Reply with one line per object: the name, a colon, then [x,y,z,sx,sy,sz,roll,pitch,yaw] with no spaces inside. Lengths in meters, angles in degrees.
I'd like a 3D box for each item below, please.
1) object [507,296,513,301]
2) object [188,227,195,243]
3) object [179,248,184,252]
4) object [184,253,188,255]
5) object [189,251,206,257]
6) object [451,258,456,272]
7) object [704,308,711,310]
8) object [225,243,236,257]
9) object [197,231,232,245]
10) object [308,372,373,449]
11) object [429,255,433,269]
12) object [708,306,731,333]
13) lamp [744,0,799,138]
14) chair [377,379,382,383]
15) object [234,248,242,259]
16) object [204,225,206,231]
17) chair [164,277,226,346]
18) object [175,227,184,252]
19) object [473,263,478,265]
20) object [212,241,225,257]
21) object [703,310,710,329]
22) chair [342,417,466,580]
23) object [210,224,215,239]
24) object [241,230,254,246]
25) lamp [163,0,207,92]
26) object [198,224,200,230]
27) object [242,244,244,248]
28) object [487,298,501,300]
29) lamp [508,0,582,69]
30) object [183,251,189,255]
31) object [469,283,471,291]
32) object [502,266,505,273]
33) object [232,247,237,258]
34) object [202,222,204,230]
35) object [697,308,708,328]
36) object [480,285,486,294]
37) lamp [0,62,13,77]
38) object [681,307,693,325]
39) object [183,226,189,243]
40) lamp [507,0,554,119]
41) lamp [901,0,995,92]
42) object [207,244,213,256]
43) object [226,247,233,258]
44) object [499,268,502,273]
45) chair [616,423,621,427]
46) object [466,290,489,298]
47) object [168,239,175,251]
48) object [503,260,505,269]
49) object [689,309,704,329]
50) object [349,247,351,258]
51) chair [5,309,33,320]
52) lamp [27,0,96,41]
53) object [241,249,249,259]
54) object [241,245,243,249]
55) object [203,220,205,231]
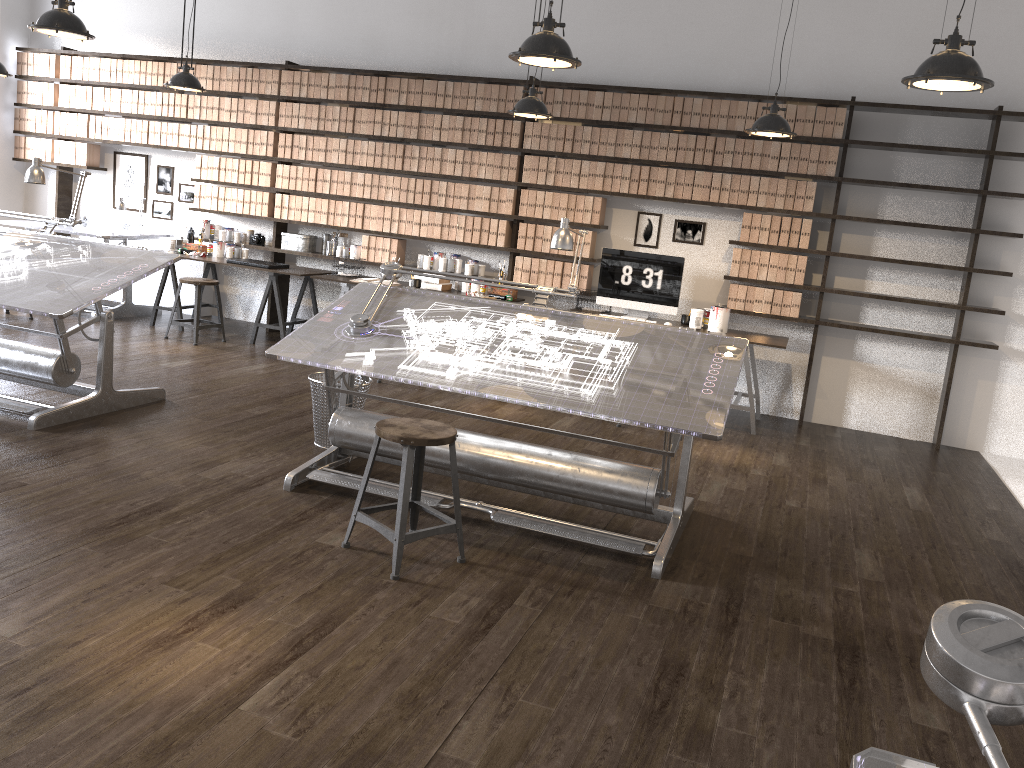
object: [-0.019,-0.692,7.151,0.049,0.037,0.049,10,11,21]
object: [-3.018,-1.359,8.319,0.069,0.228,0.068,9,9,15]
object: [-3.040,-1.230,8.145,0.049,0.037,0.049,9,10,14]
object: [-2.957,-1.181,8.027,0.005,0.005,0.159,-1,13,-37]
object: [-2.839,-1.179,7.990,0.132,0.050,0.198,-3,15,-42]
object: [-0.514,-1.031,7.704,0.044,0.127,0.045,13,11,35]
object: [1.524,-0.511,6.874,0.095,0.143,0.095,13,11,35]
object: [-2.614,-1.240,8.222,0.095,0.127,0.094,10,10,22]
object: [-2.780,-1.368,8.291,0.077,0.145,0.345,14,13,40]
object: [-0.961,0.152,4.888,0.355,0.375,0.353,14,12,39]
object: [-0.715,-1.060,7.740,0.045,0.127,0.044,9,9,18]
object: [1.549,-0.479,6.625,0.144,0.194,0.146,5,9,-10]
lamp: [1.705,-2.625,5.256,0.313,2.236,0.313,14,11,42]
chair: [-0.824,-0.279,6.801,0.371,0.524,0.361,5,9,-9]
object: [-2.522,-1.200,8.141,0.062,0.093,0.064,3,10,-23]
object: [-2.854,-1.386,8.183,0.055,0.191,0.006,9,9,17]
chair: [-2.655,-0.619,7.476,0.373,0.524,0.360,11,10,26]
object: [-3.068,-1.336,8.173,0.069,0.228,0.068,9,9,15]
object: [-0.323,-0.988,7.651,0.044,0.102,0.045,8,9,9]
object: [-2.693,-1.238,8.136,0.105,0.140,0.104,8,9,10]
object: [1.491,-0.484,6.717,0.068,0.153,0.069,6,9,-5]
chair: [-0.399,0.427,3.470,0.358,0.524,0.374,-2,13,-43]
object: [-2.875,-1.463,8.483,0.050,0.138,0.051,9,9,15]
object: [-2.487,-1.370,8.341,0.107,0.160,0.238,4,11,-16]
lamp: [-2.370,-3.350,6.598,0.310,2.236,0.315,6,8,-2]
object: [-2.874,-1.383,8.186,0.071,0.185,0.008,9,9,19]
object: [-2.507,-1.233,8.213,0.030,0.132,0.004,9,9,14]
object: [-0.163,-0.683,7.107,0.157,0.005,0.005,3,10,-16]
lamp: [0.263,-2.456,3.576,0.313,2.236,0.313,14,11,42]
object: [-2.946,-1.185,8.017,0.011,0.017,0.173,-1,13,-40]
object: [-0.367,-0.821,7.451,0.045,0.100,0.044,9,9,18]
object: [-0.084,-0.885,7.262,0.008,0.185,0.072,2,10,-29]
object: [-2.567,-1.212,8.175,0.045,0.100,0.044,9,9,18]
object: [-2.862,-1.390,8.169,0.007,0.212,0.055,0,10,-36]
object: [1.456,-0.503,6.797,0.097,0.142,0.096,13,11,35]
object: [-0.238,-0.779,7.288,0.050,0.111,0.049,10,9,21]
lamp: [-4.200,-3.675,7.195,0.310,2.236,0.315,6,8,-2]
object: [1.364,-0.528,6.882,0.096,0.141,0.092,6,9,-2]
object: [-3.045,-1.350,8.239,0.069,0.236,0.068,9,9,15]
lamp: [0.246,-2.885,5.737,0.313,2.236,0.313,14,11,42]
lamp: [1.723,-2.196,3.095,0.310,2.236,0.315,6,8,-2]
object: [-2.770,-1.229,8.121,0.050,0.111,0.049,9,9,14]
object: [-2.588,-1.203,8.117,0.062,0.094,0.062,1,11,-31]
object: [-0.096,-0.873,7.262,0.037,0.152,0.008,3,9,-22]
chair: [0.886,0.020,6.266,0.358,0.524,0.375,4,9,-13]
object: [-0.274,-0.723,7.146,0.197,0.050,0.133,4,11,-11]
object: [-3.145,-1.285,8.191,0.068,0.103,0.068,10,10,22]
object: [-0.075,-0.907,7.275,0.020,0.226,0.007,-1,11,-40]
object: [1.397,-0.493,6.707,0.094,0.143,0.095,-3,13,-45]
object: [-1.453,-1.187,8.015,0.045,0.100,0.044,10,9,20]
chair: [-4.326,-0.815,7.512,0.373,0.524,0.360,11,10,26]
lamp: [-2.182,-2.891,4.380,0.312,2.236,0.313,13,11,38]
object: [-2.463,-1.200,8.172,0.062,0.094,0.062,3,10,-23]
object: [-2.516,-1.234,8.210,0.036,0.117,0.005,8,8,13]
object: [-2.858,-1.402,8.192,0.007,0.226,0.021,11,10,29]
